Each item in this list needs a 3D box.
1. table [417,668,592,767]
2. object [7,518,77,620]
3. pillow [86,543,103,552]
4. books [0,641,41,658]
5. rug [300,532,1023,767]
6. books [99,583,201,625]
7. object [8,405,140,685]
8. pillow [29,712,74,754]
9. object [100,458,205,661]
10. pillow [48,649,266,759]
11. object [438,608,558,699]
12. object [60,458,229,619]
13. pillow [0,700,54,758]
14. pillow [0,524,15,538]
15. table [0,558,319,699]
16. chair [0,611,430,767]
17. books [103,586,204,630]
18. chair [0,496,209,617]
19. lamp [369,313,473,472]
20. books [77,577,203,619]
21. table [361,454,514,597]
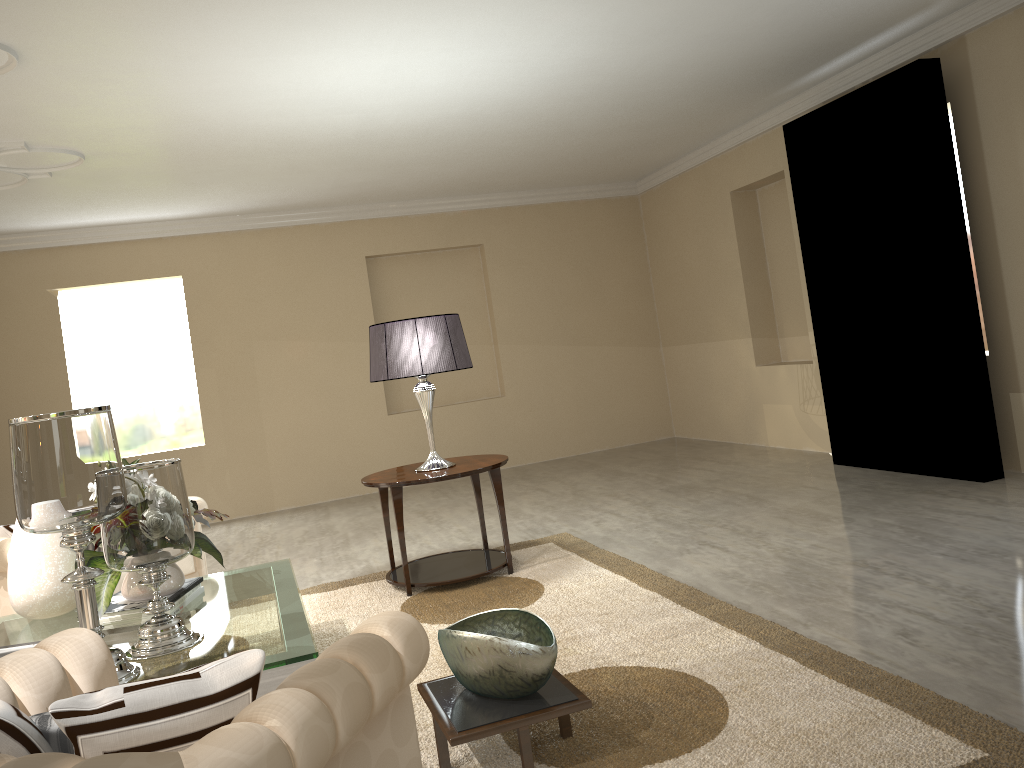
[{"bbox_3d":[-0.022,0.827,2.166,0.337,0.156,0.384,-9,2,-17],"label":"table"},{"bbox_3d":[-1.612,0.605,3.065,0.252,0.386,0.251,-8,0,-22],"label":"object"},{"bbox_3d":[-1.867,0.690,3.815,0.126,0.187,0.239,-8,1,18],"label":"pillow"},{"bbox_3d":[-1.370,0.770,2.376,0.259,0.044,0.351,-8,2,1],"label":"books"},{"bbox_3d":[-0.547,0.964,2.770,2.676,0.022,2.965,-9,2,-17],"label":"rug"},{"bbox_3d":[-1.198,0.720,2.908,0.254,0.019,0.337,-8,2,-3],"label":"books"},{"bbox_3d":[-1.087,0.408,2.223,0.251,0.683,0.250,-8,-1,-12],"label":"object"},{"bbox_3d":[-0.641,0.590,1.406,0.250,0.187,0.128,-8,0,20],"label":"pillow"},{"bbox_3d":[-1.005,0.478,2.467,0.237,0.505,0.236,-8,0,-20],"label":"object"},{"bbox_3d":[-0.496,0.534,1.289,0.284,0.251,0.184,-9,0,-24],"label":"pillow"},{"bbox_3d":[-0.037,0.665,2.170,0.196,0.178,0.374,-9,1,-42],"label":"object"},{"bbox_3d":[-1.203,0.462,2.912,0.511,0.475,0.546,-8,1,-16],"label":"object"},{"bbox_3d":[-0.807,0.596,1.362,0.299,0.269,0.198,-8,0,43],"label":"pillow"},{"bbox_3d":[-1.985,0.682,3.691,0.183,0.249,0.281,-8,1,6],"label":"pillow"},{"bbox_3d":[-1.148,0.921,2.664,1.059,0.345,1.298,-9,2,-17],"label":"table"},{"bbox_3d":[-0.606,0.747,1.420,0.847,0.553,0.712,-8,1,18],"label":"chair"},{"bbox_3d":[-1.194,0.738,2.913,0.254,0.019,0.343,-8,2,-1],"label":"books"},{"bbox_3d":[-1.831,0.839,3.779,0.731,0.551,0.852,-8,1,33],"label":"chair"},{"bbox_3d":[-0.400,0.045,4.050,0.476,0.682,0.472,-8,0,-42],"label":"lamp"},{"bbox_3d":[-1.209,0.704,2.911,0.274,0.016,0.341,-8,2,0],"label":"books"},{"bbox_3d":[-0.315,0.630,4.039,0.676,0.498,0.672,-9,1,-20],"label":"table"}]
